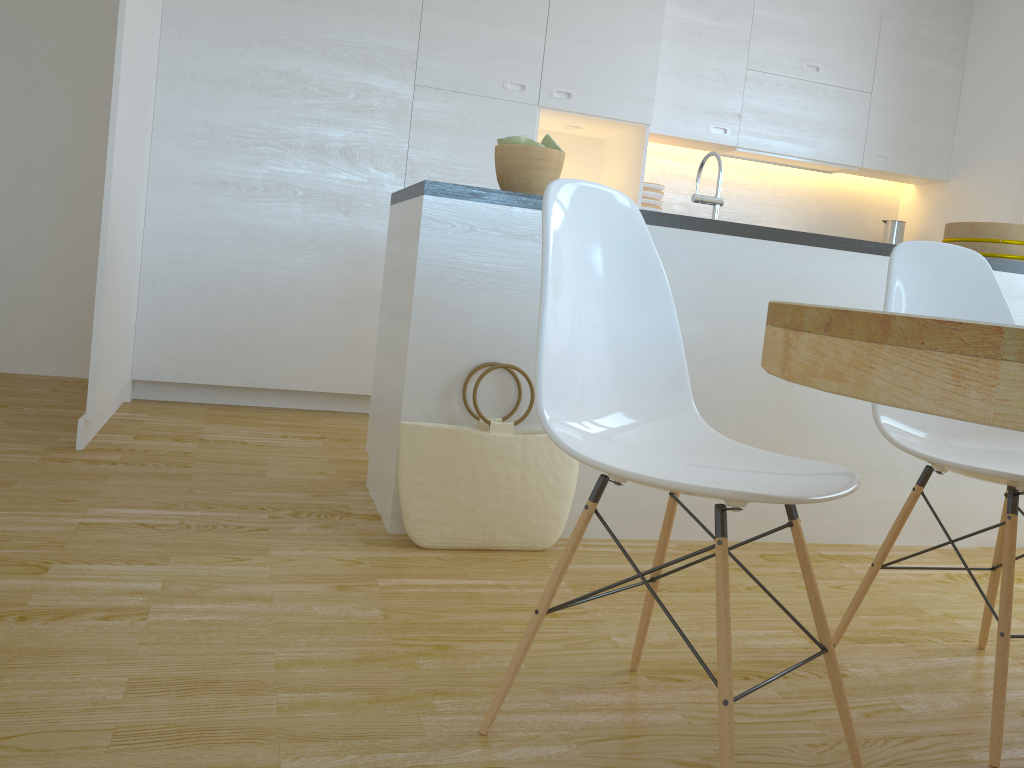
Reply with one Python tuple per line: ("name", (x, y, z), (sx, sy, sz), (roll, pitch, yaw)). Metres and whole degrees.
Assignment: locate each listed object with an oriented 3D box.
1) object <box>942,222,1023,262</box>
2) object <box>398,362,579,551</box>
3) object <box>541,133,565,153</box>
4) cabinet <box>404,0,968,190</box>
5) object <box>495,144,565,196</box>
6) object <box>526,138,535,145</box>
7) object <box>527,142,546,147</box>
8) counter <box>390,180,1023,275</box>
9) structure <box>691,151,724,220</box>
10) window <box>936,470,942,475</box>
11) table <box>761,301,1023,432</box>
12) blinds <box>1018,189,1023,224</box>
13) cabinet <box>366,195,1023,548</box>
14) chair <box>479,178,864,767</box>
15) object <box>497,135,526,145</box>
("object", (1.789, -0.527, 3.186), (0.430, 0.213, 0.380), (7, 6, 11))
("object", (0.241, 0.267, 1.981), (0.470, 0.499, 1.197), (2, 7, -39))
("object", (0.120, -0.693, 2.582), (0.074, 0.071, 0.078), (7, 5, 8))
("cabinet", (0.982, -1.004, 4.775), (3.196, 2.292, 0.483), (5, 4, -17))
("object", (0.045, -0.608, 2.570), (0.206, 0.141, 0.205), (10, 7, 34))
("object", (0.049, -0.676, 2.614), (0.102, 0.098, 0.087), (7, 5, 4))
("object", (0.071, -0.649, 2.537), (0.082, 0.085, 0.097), (10, 7, 38))
("counter", (0.832, -0.476, 2.952), (2.397, 0.040, 0.605), (4, 7, -17))
("structure", (0.568, -0.601, 2.681), (0.097, 0.214, 0.163), (5, 5, -17))
("window", (1.004, -0.671, 0.404), (1.877, 2.045, 2.566), (5, 6, -17))
("table", (1.258, 0.374, 1.026), (2.186, 0.722, 1.201), (4, 6, -18))
("blinds", (2.752, -1.182, 4.213), (0.150, 2.151, 0.799), (5, 4, -17))
("cabinet", (0.781, -0.007, 2.979), (2.397, 0.906, 0.604), (4, 5, -17))
("chair", (0.276, 0.135, 1.394), (0.526, 0.898, 0.429), (10, 6, 43))
("object", (-0.003, -0.687, 2.542), (0.084, 0.065, 0.086), (6, 6, -5))
